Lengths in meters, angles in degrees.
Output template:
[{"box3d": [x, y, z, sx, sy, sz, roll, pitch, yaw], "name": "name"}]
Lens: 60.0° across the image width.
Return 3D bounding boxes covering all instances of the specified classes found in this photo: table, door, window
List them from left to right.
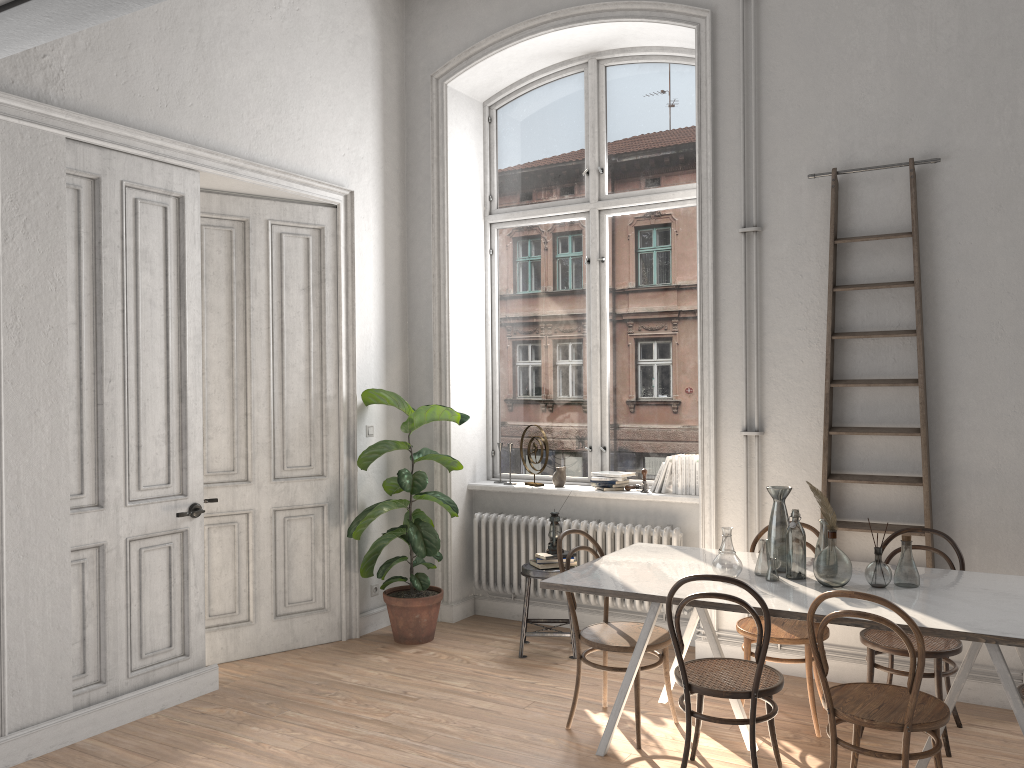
[{"box3d": [-1.985, 0.258, 4.364, 0.216, 2.814, 1.097, 0, 0, 32], "name": "door"}, {"box3d": [-1.533, 0.257, 5.448, 1.097, 2.814, 0.216, -1, 0, -34], "name": "door"}, {"box3d": [0.592, -0.765, 6.141, 1.622, 2.843, 0.013, 0, 0, 31], "name": "window"}, {"box3d": [1.351, 1.241, 3.793, 2.200, 0.780, 1.100, -1, 0, 31], "name": "table"}]

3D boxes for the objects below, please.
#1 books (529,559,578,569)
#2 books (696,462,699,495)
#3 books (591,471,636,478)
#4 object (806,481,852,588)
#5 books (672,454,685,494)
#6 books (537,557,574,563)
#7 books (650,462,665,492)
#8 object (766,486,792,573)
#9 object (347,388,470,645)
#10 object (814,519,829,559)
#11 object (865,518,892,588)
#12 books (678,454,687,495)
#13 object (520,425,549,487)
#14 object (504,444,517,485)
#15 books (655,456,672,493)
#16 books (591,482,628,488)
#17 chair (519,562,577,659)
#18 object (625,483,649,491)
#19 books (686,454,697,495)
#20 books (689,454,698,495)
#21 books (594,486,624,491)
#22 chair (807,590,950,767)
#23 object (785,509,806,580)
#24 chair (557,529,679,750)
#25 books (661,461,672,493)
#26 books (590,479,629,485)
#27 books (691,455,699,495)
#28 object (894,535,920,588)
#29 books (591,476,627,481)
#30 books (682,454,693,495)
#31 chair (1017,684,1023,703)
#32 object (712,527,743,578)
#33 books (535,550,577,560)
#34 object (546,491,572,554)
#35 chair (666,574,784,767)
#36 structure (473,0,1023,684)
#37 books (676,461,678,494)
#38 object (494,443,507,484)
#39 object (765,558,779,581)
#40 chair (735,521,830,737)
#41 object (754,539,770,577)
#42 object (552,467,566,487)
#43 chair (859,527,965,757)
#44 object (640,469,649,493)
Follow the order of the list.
[{"box3d": [0.257, 1.111, 5.513, 0.246, 0.034, 0.194, -1, 0, -19], "name": "books"}, {"box3d": [1.195, 0.593, 5.606, 0.020, 0.205, 0.155, 0, 0, 31], "name": "books"}, {"box3d": [0.675, 0.600, 5.907, 0.244, 0.019, 0.174, -1, 0, 41], "name": "books"}, {"box3d": [1.349, 0.629, 3.735, 0.157, 0.446, 0.157, -1, 0, -41], "name": "object"}, {"box3d": [1.072, 0.576, 5.704, 0.024, 0.243, 0.175, 0, 0, 31], "name": "books"}, {"box3d": [0.268, 1.085, 5.510, 0.232, 0.029, 0.162, -1, 0, 2], "name": "books"}, {"box3d": [0.968, 0.600, 5.746, 0.105, 0.194, 0.155, 0, 0, 30], "name": "books"}, {"box3d": [1.220, 0.662, 4.045, 0.116, 0.383, 0.116, 0, 0, 42], "name": "object"}, {"box3d": [1.406, 0.711, 4.252, 5.827, 1.842, 0.792, -1, 0, 36], "name": "object"}, {"box3d": [1.382, 0.724, 3.903, 0.098, 0.255, 0.100, -1, 0, 8], "name": "object"}, {"box3d": [1.535, 0.708, 3.716, 0.107, 0.283, 0.106, 0, 0, 26], "name": "object"}, {"box3d": [1.098, 0.575, 5.652, 0.024, 0.243, 0.175, 0, 0, 31], "name": "books"}, {"box3d": [0.159, 0.496, 6.191, 0.087, 0.425, 0.347, -1, 0, -27], "name": "object"}, {"box3d": [-0.013, 0.567, 6.271, 0.095, 0.289, 0.095, -1, 0, -37], "name": "object"}, {"box3d": [0.999, 0.579, 5.722, 0.100, 0.235, 0.174, 0, 0, 31], "name": "books"}, {"box3d": [0.652, 0.669, 5.914, 0.155, 0.022, 0.205, 0, 0, -39], "name": "books"}, {"box3d": [0.228, 1.386, 5.495, 0.364, 0.523, 0.360, -1, 0, 4], "name": "chair"}, {"box3d": [0.812, 0.676, 5.824, 0.153, 0.048, 0.088, -1, 0, -19], "name": "object"}, {"box3d": [1.147, 0.575, 5.653, 0.019, 0.244, 0.174, 0, 0, 31], "name": "books"}, {"box3d": [1.168, 0.575, 5.647, 0.024, 0.243, 0.175, 0, 0, 31], "name": "books"}, {"box3d": [0.648, 0.691, 5.920, 0.147, 0.023, 0.221, -1, 0, -10], "name": "books"}, {"box3d": [1.345, 1.171, 3.250, 0.438, 0.920, 0.549, 0, 0, 42], "name": "chair"}, {"box3d": [1.248, 0.702, 3.899, 0.086, 0.301, 0.086, 0, 0, 16], "name": "object"}, {"box3d": [0.500, 1.183, 4.272, 0.549, 0.920, 0.438, 0, 0, 39], "name": "chair"}, {"box3d": [1.021, 0.596, 5.710, 0.072, 0.203, 0.155, 0, 0, 31], "name": "books"}, {"box3d": [0.653, 0.647, 5.911, 0.147, 0.023, 0.221, 0, 0, -43], "name": "books"}, {"box3d": [1.175, 0.574, 5.617, 0.019, 0.244, 0.174, 0, 0, 31], "name": "books"}, {"box3d": [1.660, 0.742, 3.730, 0.101, 0.212, 0.101, -1, 0, -20], "name": "object"}, {"box3d": [0.648, 0.626, 5.900, 0.205, 0.020, 0.155, -1, 0, 21], "name": "books"}, {"box3d": [1.121, 0.575, 5.649, 0.019, 0.244, 0.174, 0, 0, 31], "name": "books"}, {"box3d": [2.163, 1.162, 3.255, 0.549, 0.920, 0.438, 0, 0, 43], "name": "chair"}, {"box3d": [0.953, 0.746, 3.926, 0.132, 0.219, 0.132, -1, 0, 20], "name": "object"}, {"box3d": [0.270, 1.063, 5.509, 0.221, 0.027, 0.147, 0, 0, -27], "name": "books"}, {"box3d": [0.292, 0.859, 5.528, 0.163, 0.383, 0.154, -1, 0, 4], "name": "object"}, {"box3d": [0.861, 1.177, 3.580, 0.438, 0.920, 0.549, 0, 0, 26], "name": "chair"}, {"box3d": [1.920, -0.606, 4.877, 5.182, 4.474, 0.340, -1, 0, 31], "name": "structure"}, {"box3d": [1.084, 0.594, 5.673, 0.020, 0.205, 0.155, 0, 0, 31], "name": "books"}, {"box3d": [-0.085, 0.567, 6.381, 0.095, 0.289, 0.095, -1, 0, -28], "name": "object"}, {"box3d": [1.132, 0.807, 3.858, 0.058, 0.094, 0.058, -1, 0, -31], "name": "object"}, {"box3d": [1.348, 1.175, 4.384, 0.438, 0.920, 0.549, 0, 0, 29], "name": "chair"}, {"box3d": [1.128, 0.776, 3.970, 0.083, 0.158, 0.083, 0, 0, 26], "name": "object"}, {"box3d": [0.325, 0.635, 6.090, 0.100, 0.142, 0.102, -1, 0, 5], "name": "object"}, {"box3d": [1.880, 1.168, 4.159, 0.438, 0.920, 0.549, 0, 0, 38], "name": "chair"}, {"box3d": [0.856, 0.624, 5.732, 0.048, 0.153, 0.088, -1, 0, 1], "name": "object"}]
